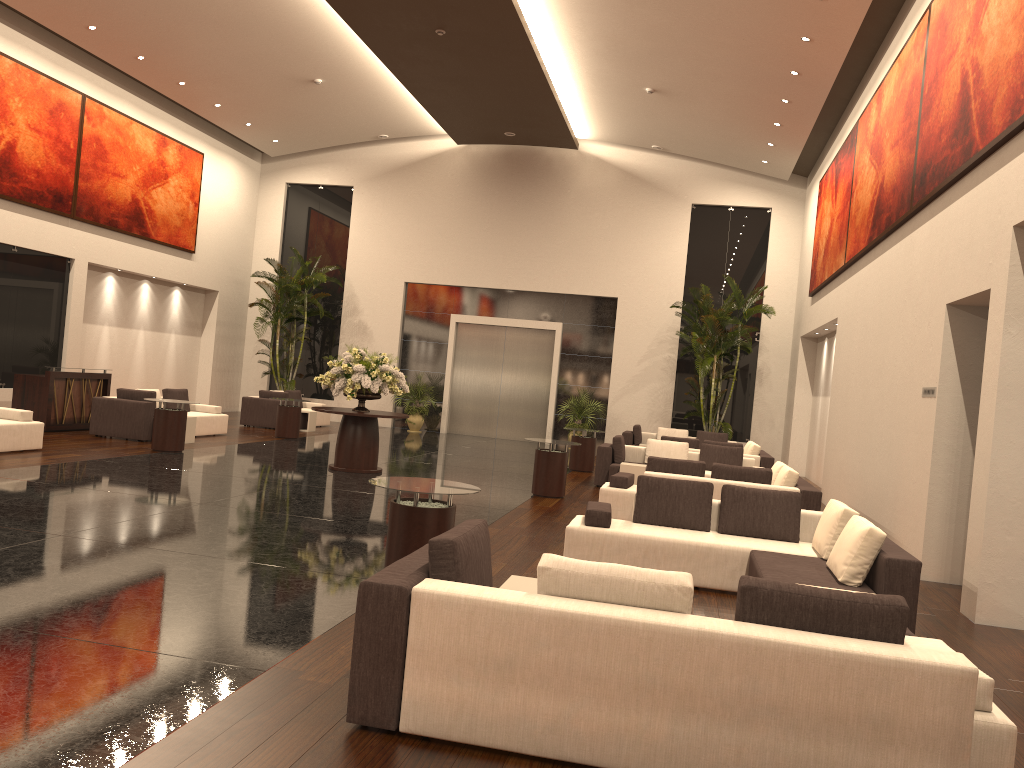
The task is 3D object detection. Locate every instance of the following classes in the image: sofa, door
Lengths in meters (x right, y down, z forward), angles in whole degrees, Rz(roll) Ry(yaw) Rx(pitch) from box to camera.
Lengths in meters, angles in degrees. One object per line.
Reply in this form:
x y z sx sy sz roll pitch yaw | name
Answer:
-6.292 0.537 16.397 1.291 0.862 2.846 5 0 11 | sofa
2.841 1.398 14.701 2.846 0.862 1.291 5 0 11 | sofa
-0.290 -0.042 24.043 2.767 3.048 0.040 5 0 11 | door
2.617 1.391 12.076 2.586 0.862 3.366 5 0 11 | sofa
0.791 1.260 4.324 2.846 0.862 1.291 5 0 11 | sofa
3.940 1.472 20.266 2.846 0.862 1.291 5 0 11 | sofa
-5.286 0.605 21.489 1.291 0.862 2.846 5 0 11 | sofa
-7.294 0.470 11.322 1.291 0.862 2.846 5 0 11 | sofa
3.716 1.465 17.641 2.586 0.862 3.366 5 0 11 | sofa
1.598 1.323 6.824 2.586 0.862 3.366 5 0 11 | sofa

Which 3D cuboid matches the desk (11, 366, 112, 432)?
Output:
-8.039 0.249 15.935 0.760 1.114 1.634 5 0 11 | desk

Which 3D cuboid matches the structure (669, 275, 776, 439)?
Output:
5.009 -0.316 21.596 2.436 4.611 2.531 5 0 -17 | structure

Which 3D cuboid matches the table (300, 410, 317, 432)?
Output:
-4.814 0.857 20.593 0.400 0.460 0.400 5 0 11 | table

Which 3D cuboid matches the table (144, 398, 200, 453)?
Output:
-5.416 0.663 14.036 0.833 0.795 0.844 5 0 -28 | table

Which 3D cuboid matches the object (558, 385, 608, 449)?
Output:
1.708 0.840 22.749 1.373 1.682 1.297 5 0 -41 | object

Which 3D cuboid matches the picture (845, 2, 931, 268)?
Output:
5.327 -3.251 12.747 0.070 2.526 4.515 5 0 11 | picture

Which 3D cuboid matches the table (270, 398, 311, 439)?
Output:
-4.606 0.717 18.281 0.833 0.795 0.844 5 0 -28 | table

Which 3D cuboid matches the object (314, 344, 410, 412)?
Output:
-2.284 -0.119 13.835 1.453 1.097 1.402 5 0 -33 | object

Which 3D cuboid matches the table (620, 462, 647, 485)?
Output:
1.929 1.518 14.209 0.400 0.460 0.400 5 0 11 | table

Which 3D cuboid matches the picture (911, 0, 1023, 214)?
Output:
4.452 -3.310 8.315 0.070 2.526 4.515 5 0 11 | picture

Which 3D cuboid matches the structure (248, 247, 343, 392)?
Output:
-5.929 -1.349 23.916 2.436 4.611 2.531 5 0 -17 | structure

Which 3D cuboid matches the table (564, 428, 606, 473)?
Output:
1.367 1.280 17.094 0.833 0.795 0.844 5 0 -28 | table

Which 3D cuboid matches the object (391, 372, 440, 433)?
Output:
-2.514 0.442 23.642 1.297 1.682 1.373 6 0 44 | object

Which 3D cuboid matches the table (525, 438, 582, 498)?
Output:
0.557 1.227 12.849 0.833 0.795 0.844 5 0 -28 | table

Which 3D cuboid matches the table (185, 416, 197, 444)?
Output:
-5.820 0.789 15.501 0.400 0.460 0.400 5 0 11 | table

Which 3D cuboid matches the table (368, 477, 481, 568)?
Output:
-0.681 1.144 6.578 0.844 0.795 0.833 5 0 -40 | table

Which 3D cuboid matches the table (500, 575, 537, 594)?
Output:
0.134 1.398 5.122 0.400 0.460 0.400 5 0 11 | table

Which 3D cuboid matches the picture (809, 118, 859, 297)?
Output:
6.204 -3.193 17.183 0.070 2.526 4.515 5 0 11 | picture

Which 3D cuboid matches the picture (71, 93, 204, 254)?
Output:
-8.315 -4.562 20.068 0.070 2.526 4.515 5 0 11 | picture

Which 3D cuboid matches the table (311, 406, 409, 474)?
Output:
-2.404 0.882 13.847 1.498 0.921 1.498 5 0 2 | table

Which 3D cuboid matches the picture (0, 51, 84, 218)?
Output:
-9.191 -4.621 15.633 0.070 2.526 4.515 5 0 11 | picture

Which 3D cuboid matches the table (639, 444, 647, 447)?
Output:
3.028 1.592 19.774 0.400 0.460 0.400 5 0 11 | table
